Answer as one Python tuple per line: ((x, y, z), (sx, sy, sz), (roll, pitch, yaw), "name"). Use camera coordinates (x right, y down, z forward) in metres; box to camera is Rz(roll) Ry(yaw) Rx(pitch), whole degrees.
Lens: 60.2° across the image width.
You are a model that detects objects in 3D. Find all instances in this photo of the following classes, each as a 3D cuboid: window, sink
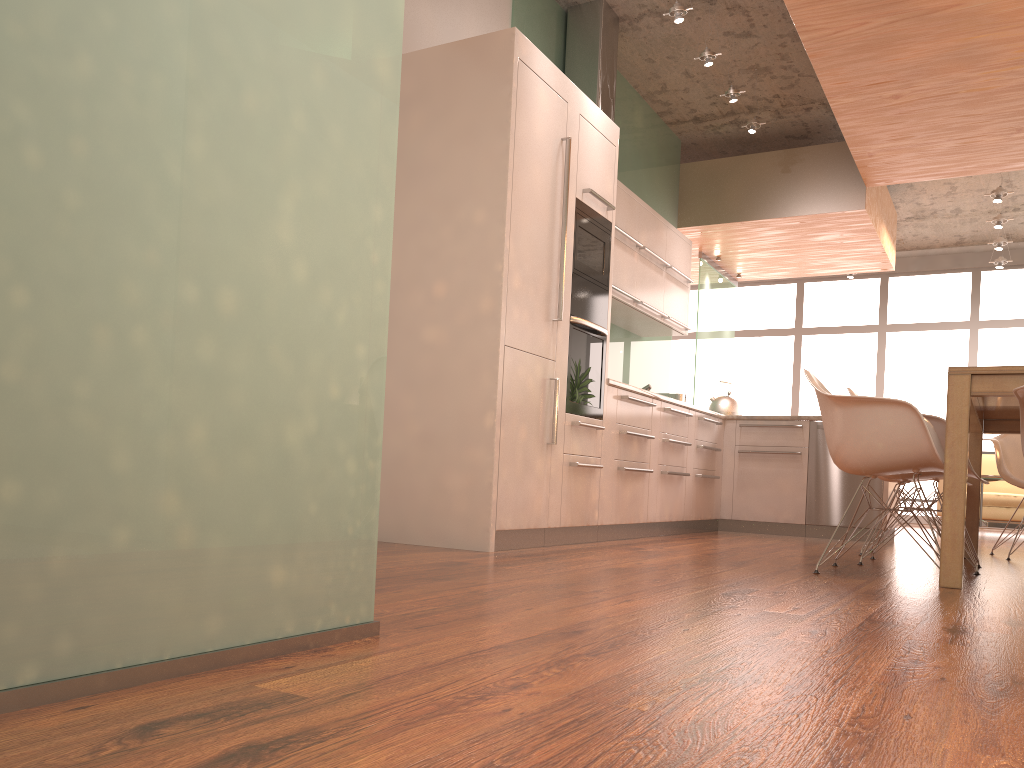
((3.715, 0.088, 11.560), (8.580, 3.273, 0.062), (0, -2, 30), "window")
((1.125, 0.189, 6.694), (0.617, 0.381, 0.644), (0, -5, 29), "sink")

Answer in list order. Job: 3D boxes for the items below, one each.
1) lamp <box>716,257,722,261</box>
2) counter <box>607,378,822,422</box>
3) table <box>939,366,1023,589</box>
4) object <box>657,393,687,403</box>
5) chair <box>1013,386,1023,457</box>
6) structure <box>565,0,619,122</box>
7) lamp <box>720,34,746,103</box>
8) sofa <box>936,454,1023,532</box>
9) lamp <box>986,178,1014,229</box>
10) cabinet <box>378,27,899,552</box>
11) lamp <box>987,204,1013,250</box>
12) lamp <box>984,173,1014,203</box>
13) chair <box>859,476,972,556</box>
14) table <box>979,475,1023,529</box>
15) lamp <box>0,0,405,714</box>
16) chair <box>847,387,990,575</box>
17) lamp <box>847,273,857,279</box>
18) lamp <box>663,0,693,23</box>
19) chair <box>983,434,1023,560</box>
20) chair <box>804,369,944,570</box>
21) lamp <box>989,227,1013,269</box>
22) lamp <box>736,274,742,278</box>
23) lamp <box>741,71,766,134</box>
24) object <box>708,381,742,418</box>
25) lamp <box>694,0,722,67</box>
((2.060, -1.456, 8.739), (0.103, 0.469, 0.153), (3, -1, 2), "lamp")
((2.076, -0.494, 5.738), (3.224, 1.344, 3.075), (0, -6, 29), "counter")
((2.539, 0.458, 3.894), (1.028, 0.807, 2.078), (1, -6, 29), "table")
((1.338, 0.185, 7.393), (0.237, 0.201, 0.153), (1, -3, 30), "object")
((2.033, 0.304, 2.921), (0.685, 0.859, 0.644), (2, -3, 24), "chair")
((0.508, -1.875, 5.770), (0.255, 1.131, 0.262), (2, -1, 30), "structure")
((1.495, -2.136, 5.950), (0.153, 0.469, 0.103), (3, -1, -3), "lamp")
((5.343, 1.133, 8.967), (1.806, 0.835, 0.880), (0, -5, 30), "sofa")
((4.614, -1.714, 8.338), (0.199, 0.482, 0.134), (3, -1, -3), "lamp")
((1.198, -0.163, 5.536), (1.918, 2.269, 4.255), (1, -5, 29), "cabinet")
((5.013, -1.617, 9.051), (0.199, 0.482, 0.134), (3, -1, -3), "lamp")
((4.215, -1.811, 7.625), (0.199, 0.482, 0.134), (3, -1, -3), "lamp")
((2.207, 0.529, 4.922), (0.644, 0.859, 0.685), (2, -3, 24), "chair")
((4.703, 1.120, 7.858), (1.875, 0.558, 0.942), (0, -6, 29), "table")
((2.037, -0.903, 3.513), (8.226, 3.392, 0.446), (8, -4, -42), "lamp")
((1.942, 0.445, 4.261), (0.644, 0.859, 0.685), (2, -3, 24), "chair")
((4.060, -1.504, 10.530), (0.199, 0.482, 0.134), (3, -1, -3), "lamp")
((0.941, -2.270, 4.961), (0.153, 0.469, 0.103), (3, -1, -3), "lamp")
((3.177, 0.610, 5.227), (0.684, 0.859, 0.644), (2, -3, 14), "chair")
((1.541, 0.357, 3.696), (0.644, 0.846, 0.685), (2, -3, 24), "chair")
((5.412, -1.520, 9.764), (0.199, 0.482, 0.134), (3, -1, -3), "lamp")
((2.431, -1.366, 9.402), (0.103, 0.469, 0.153), (3, -1, 2), "lamp")
((1.772, -2.069, 6.444), (0.153, 0.469, 0.103), (3, -1, -3), "lamp")
((1.728, 0.130, 7.164), (0.262, 0.304, 0.263), (6, -4, -44), "object")
((1.218, -2.203, 5.455), (0.153, 0.469, 0.103), (3, -1, -3), "lamp")
